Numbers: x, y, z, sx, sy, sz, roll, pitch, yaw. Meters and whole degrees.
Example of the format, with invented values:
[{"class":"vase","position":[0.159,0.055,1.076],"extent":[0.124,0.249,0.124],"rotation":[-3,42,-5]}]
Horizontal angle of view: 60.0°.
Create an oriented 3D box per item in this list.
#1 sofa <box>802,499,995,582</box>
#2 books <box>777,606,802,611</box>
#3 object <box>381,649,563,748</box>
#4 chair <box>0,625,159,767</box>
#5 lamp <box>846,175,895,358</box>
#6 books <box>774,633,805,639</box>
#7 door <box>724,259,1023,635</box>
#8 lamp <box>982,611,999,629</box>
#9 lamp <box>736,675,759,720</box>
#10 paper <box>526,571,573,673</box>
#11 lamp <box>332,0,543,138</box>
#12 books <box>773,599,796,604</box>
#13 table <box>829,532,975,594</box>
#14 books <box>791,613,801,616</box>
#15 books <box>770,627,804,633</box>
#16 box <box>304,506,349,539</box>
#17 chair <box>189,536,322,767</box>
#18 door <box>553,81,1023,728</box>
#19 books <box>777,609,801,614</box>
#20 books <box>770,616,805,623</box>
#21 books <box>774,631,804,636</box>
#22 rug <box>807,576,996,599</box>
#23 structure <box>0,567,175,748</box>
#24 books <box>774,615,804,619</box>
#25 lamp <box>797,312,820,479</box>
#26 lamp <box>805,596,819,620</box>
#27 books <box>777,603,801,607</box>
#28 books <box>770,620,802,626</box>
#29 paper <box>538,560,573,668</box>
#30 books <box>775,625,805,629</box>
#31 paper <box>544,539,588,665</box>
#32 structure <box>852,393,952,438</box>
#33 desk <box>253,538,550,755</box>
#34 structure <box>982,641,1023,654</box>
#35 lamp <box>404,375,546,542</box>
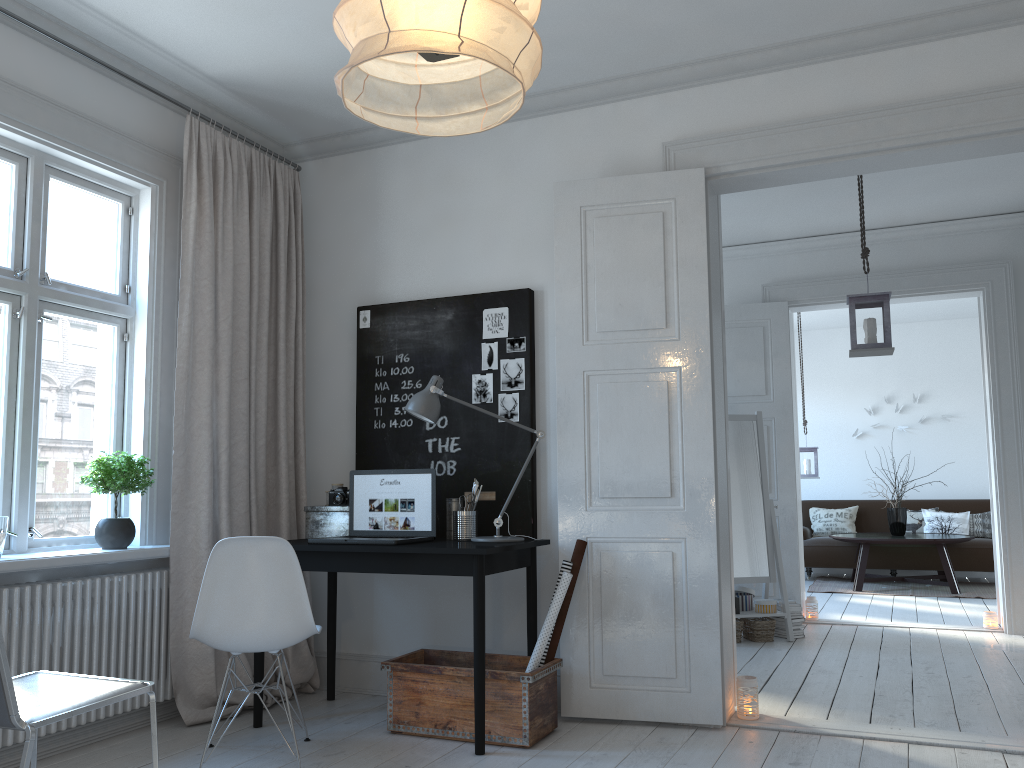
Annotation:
[{"class":"sofa","position":[4.101,1.637,9.346],"extent":[2.166,0.823,0.970],"rotation":[-4,-7,24]},{"class":"books","position":[1.809,1.470,5.839],"extent":[0.128,0.026,0.200],"rotation":[0,-7,-5]},{"class":"object","position":[-0.161,1.272,3.617],"extent":[0.665,0.282,0.340],"rotation":[-4,-7,24]},{"class":"chair","position":[-1.281,0.865,2.294],"extent":[0.562,0.796,0.525],"rotation":[-3,-7,24]},{"class":"lamp","position":[1.979,-1.042,4.996],"extent":[0.228,1.759,0.229],"rotation":[-3,-6,20]},{"class":"books","position":[1.812,1.651,5.831],"extent":[0.128,0.016,0.179],"rotation":[3,-8,-28]},{"class":"door","position":[2.708,0.461,6.364],"extent":[2.599,2.500,0.578],"rotation":[-3,-7,24]},{"class":"lamp","position":[3.251,1.605,6.025],"extent":[0.094,0.110,0.094],"rotation":[-6,-8,40]},{"class":"lamp","position":[0.993,1.322,3.735],"extent":[0.089,0.166,0.089],"rotation":[-2,-6,16]},{"class":"paper","position":[0.107,1.069,3.551],"extent":[0.283,0.625,0.041],"rotation":[-1,-6,2]},{"class":"lamp","position":[-0.123,-1.059,1.482],"extent":[0.341,1.229,0.339],"rotation":[4,-7,-35]},{"class":"books","position":[1.802,1.436,5.863],"extent":[0.111,0.014,0.157],"rotation":[-1,-7,3]},{"class":"table","position":[3.780,1.725,8.612],"extent":[1.300,0.502,1.302],"rotation":[-2,-7,14]},{"class":"books","position":[1.806,1.509,5.846],"extent":[0.128,0.016,0.177],"rotation":[1,-7,-10]},{"class":"books","position":[1.806,1.618,5.832],"extent":[0.128,0.016,0.181],"rotation":[2,-7,-21]},{"class":"box","position":[-0.807,0.647,4.154],"extent":[0.317,0.152,0.193],"rotation":[-4,-7,23]},{"class":"chair","position":[-0.948,0.968,3.292],"extent":[0.474,0.822,0.555],"rotation":[1,-6,-11]},{"class":"door","position":[1.495,0.140,3.616],"extent":[2.599,2.500,0.578],"rotation":[-3,-7,24]},{"class":"books","position":[1.804,1.492,5.845],"extent":[0.128,0.016,0.181],"rotation":[0,-7,-5]},{"class":"books","position":[1.808,1.545,5.834],"extent":[0.128,0.022,0.193],"rotation":[4,-8,-34]},{"class":"books","position":[1.807,1.634,5.833],"extent":[0.128,0.016,0.177],"rotation":[3,-8,-25]},{"class":"rug","position":[3.794,1.951,8.613],"extent":[1.711,0.055,1.458],"rotation":[-4,-8,24]},{"class":"structure","position":[-1.762,1.012,3.306],"extent":[0.195,0.546,1.508],"rotation":[-3,-7,23]},{"class":"books","position":[1.811,1.526,5.844],"extent":[0.128,0.016,0.179],"rotation":[2,-7,-23]},{"class":"lamp","position":[3.013,0.092,9.146],"extent":[0.228,1.759,0.229],"rotation":[-3,-6,20]},{"class":"lamp","position":[2.197,1.644,6.498],"extent":[0.089,0.165,0.089],"rotation":[-3,-7,23]},{"class":"books","position":[1.805,1.450,5.846],"extent":[0.132,0.017,0.187],"rotation":[0,-7,-3]},{"class":"books","position":[1.799,1.570,5.843],"extent":[0.128,0.022,0.167],"rotation":[4,-8,-32]},{"class":"paper","position":[0.131,1.058,3.607],"extent":[0.266,0.667,0.043],"rotation":[2,-6,-21]},{"class":"books","position":[1.806,1.589,5.834],"extent":[0.132,0.017,0.187],"rotation":[3,-8,-29]},{"class":"paper","position":[0.183,1.022,3.665],"extent":[0.297,0.745,0.048],"rotation":[2,-6,-21]},{"class":"structure","position":[4.328,0.350,9.882],"extent":[1.025,0.477,0.085],"rotation":[-4,-7,24]},{"class":"desk","position":[-0.490,1.057,3.783],"extent":[1.160,0.757,0.652],"rotation":[-3,-7,24]},{"class":"structure","position":[3.571,0.256,5.405],"extent":[1.248,2.822,0.802],"rotation":[2,-6,-21]},{"class":"lamp","position":[-0.156,0.322,3.842],"extent":[0.617,0.714,0.230],"rotation":[0,-6,-6]}]
